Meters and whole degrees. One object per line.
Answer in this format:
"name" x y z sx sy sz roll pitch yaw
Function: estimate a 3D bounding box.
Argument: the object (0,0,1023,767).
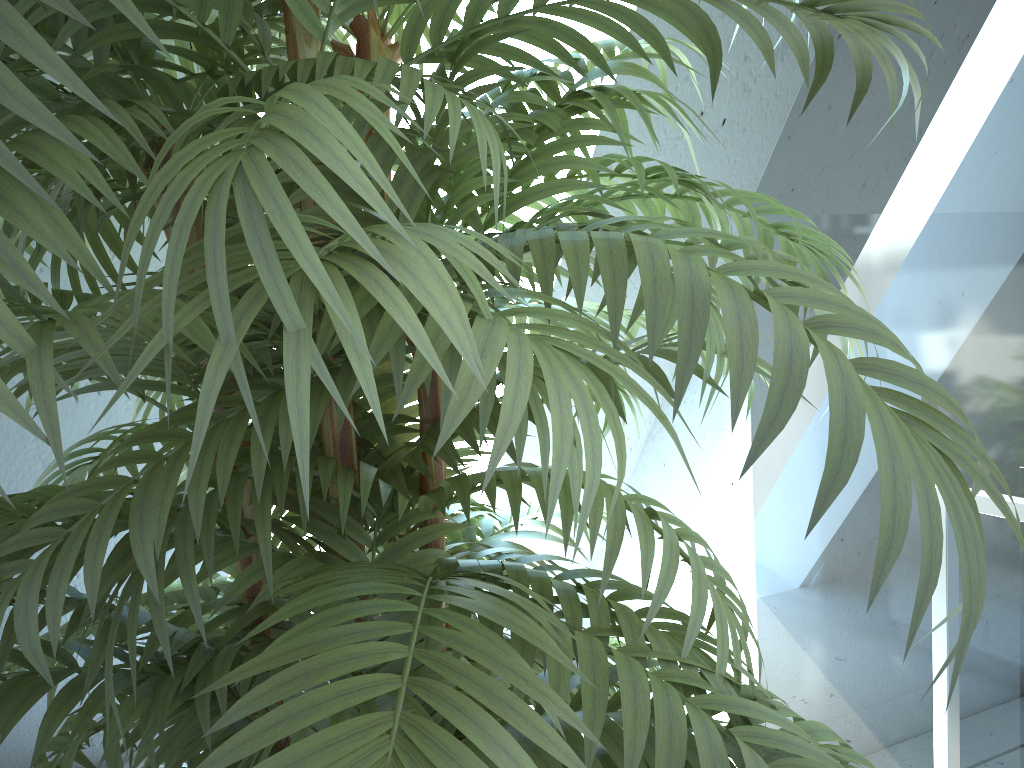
"object" -0.149 0.125 0.774 1.020 2.034 0.980 -1 6 23

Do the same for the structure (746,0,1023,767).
"structure" 1.319 -0.058 1.399 1.184 2.114 1.835 -6 6 -26
